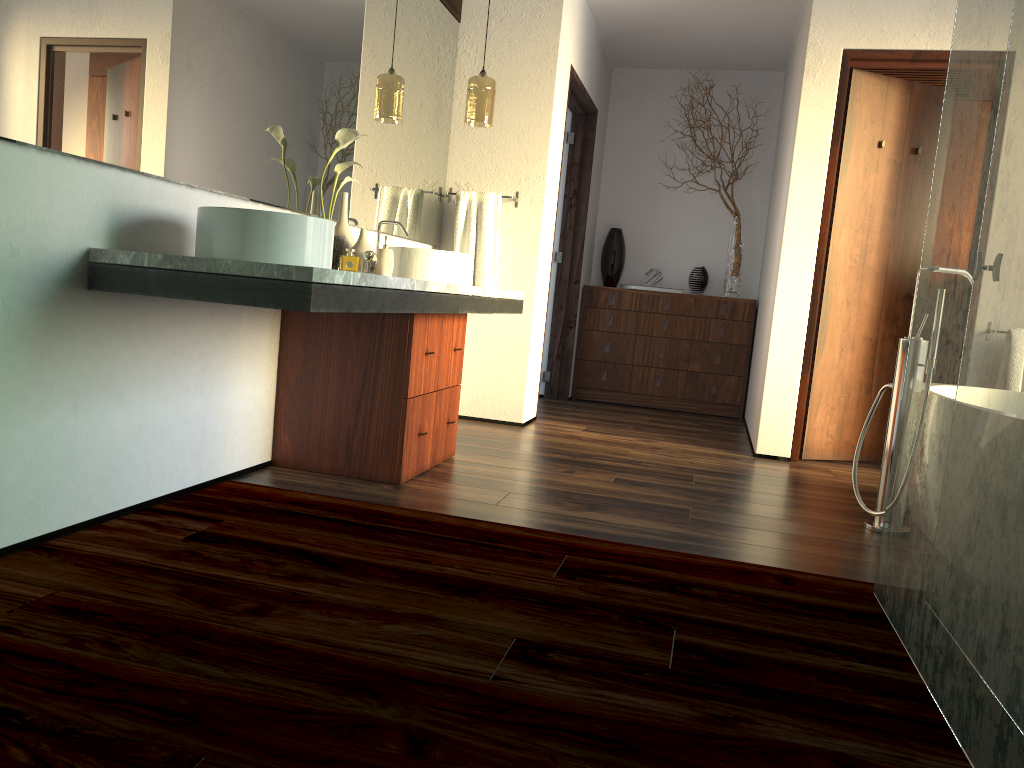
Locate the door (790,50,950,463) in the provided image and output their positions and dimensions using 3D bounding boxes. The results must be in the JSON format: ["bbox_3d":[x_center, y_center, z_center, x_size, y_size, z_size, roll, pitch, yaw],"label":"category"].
[{"bbox_3d":[1.848,-0.562,4.335,0.739,1.948,0.458,7,6,14],"label":"door"}]

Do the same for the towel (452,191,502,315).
[{"bbox_3d":[-0.190,-0.665,4.535,0.263,0.636,0.157,9,7,32],"label":"towel"}]

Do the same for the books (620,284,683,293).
[{"bbox_3d":[1.031,-0.657,6.187,0.493,0.034,0.249,4,6,-10],"label":"books"}]

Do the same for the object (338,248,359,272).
[{"bbox_3d":[-0.581,-0.435,3.152,0.065,0.092,0.039,3,6,-26],"label":"object"}]

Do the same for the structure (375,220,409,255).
[{"bbox_3d":[-0.520,-0.557,3.671,0.167,0.242,0.065,7,6,18],"label":"structure"}]

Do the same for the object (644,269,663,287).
[{"bbox_3d":[0.990,-0.740,6.185,0.132,0.131,0.130,6,6,9],"label":"object"}]

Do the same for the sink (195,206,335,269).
[{"bbox_3d":[-0.657,-0.385,2.365,0.362,0.131,0.352,7,6,16],"label":"sink"}]

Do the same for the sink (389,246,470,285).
[{"bbox_3d":[-0.359,-0.486,3.662,0.355,0.131,0.359,4,6,-9],"label":"sink"}]

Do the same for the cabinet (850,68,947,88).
[{"bbox_3d":[2.518,-0.822,5.451,1.501,2.365,0.354,7,6,15],"label":"cabinet"}]

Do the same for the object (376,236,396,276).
[{"bbox_3d":[-0.476,-0.476,3.318,0.070,0.158,0.071,5,6,-3],"label":"object"}]

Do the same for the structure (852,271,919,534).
[{"bbox_3d":[1.324,0.051,3.007,0.239,0.897,0.283,1,7,-36],"label":"structure"}]

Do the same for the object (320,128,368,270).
[{"bbox_3d":[-0.632,-0.653,3.207,0.187,0.504,0.245,5,6,-9],"label":"object"}]

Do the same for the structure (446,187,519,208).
[{"bbox_3d":[-0.158,-0.967,4.566,0.374,0.088,0.101,7,6,15],"label":"structure"}]

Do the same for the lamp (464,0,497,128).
[{"bbox_3d":[-0.120,-1.684,4.236,0.136,0.867,0.142,2,7,-34],"label":"lamp"}]

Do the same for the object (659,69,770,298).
[{"bbox_3d":[1.276,-1.330,5.948,0.715,1.450,0.843,2,7,-33],"label":"object"}]

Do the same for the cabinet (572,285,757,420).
[{"bbox_3d":[1.052,-0.233,6.163,1.153,0.801,0.398,7,6,15],"label":"cabinet"}]

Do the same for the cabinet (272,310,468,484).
[{"bbox_3d":[-0.507,-0.003,3.367,0.518,0.600,0.651,7,6,13],"label":"cabinet"}]

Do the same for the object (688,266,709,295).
[{"bbox_3d":[1.286,-0.712,6.105,0.136,0.200,0.142,2,7,-32],"label":"object"}]

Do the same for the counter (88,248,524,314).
[{"bbox_3d":[-0.481,-0.327,3.130,0.594,0.101,2.232,6,6,13],"label":"counter"}]

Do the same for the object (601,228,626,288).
[{"bbox_3d":[0.713,-0.888,6.250,0.174,0.417,0.167,8,7,26],"label":"object"}]

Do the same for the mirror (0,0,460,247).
[{"bbox_3d":[-0.782,-1.144,2.679,0.017,1.153,4.030,7,6,12],"label":"mirror"}]

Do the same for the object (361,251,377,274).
[{"bbox_3d":[-0.513,-0.433,3.179,0.039,0.091,0.056,8,6,23],"label":"object"}]

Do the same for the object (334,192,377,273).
[{"bbox_3d":[-0.593,-0.556,3.284,0.246,0.305,0.117,10,8,40],"label":"object"}]
